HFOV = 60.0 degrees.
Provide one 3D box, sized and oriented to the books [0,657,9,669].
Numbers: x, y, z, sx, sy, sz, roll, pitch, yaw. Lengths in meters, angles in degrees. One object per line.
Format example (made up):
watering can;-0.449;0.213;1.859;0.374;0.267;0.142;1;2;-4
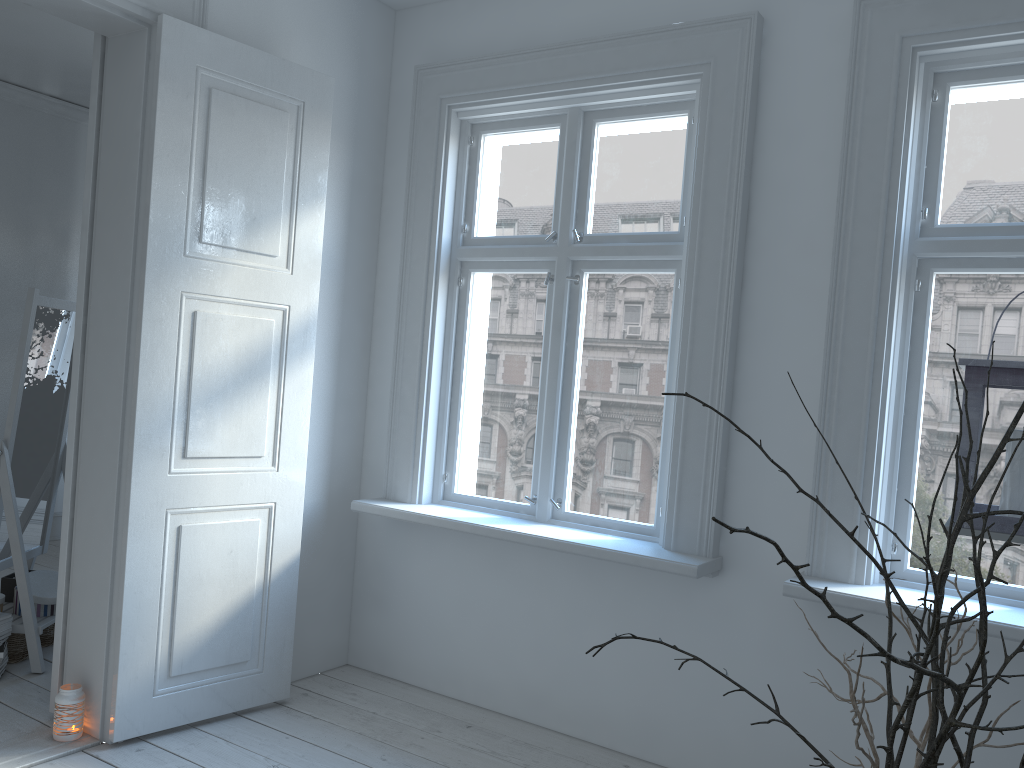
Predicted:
books;-2.036;1.067;3.375;0.181;0.016;0.128;4;0;-12

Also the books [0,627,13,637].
books;-2.026;0.942;3.372;0.180;0.016;0.128;4;0;4

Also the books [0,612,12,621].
books;-2.010;0.884;3.371;0.156;0.014;0.111;5;0;12

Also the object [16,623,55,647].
object;-2.070;1.040;3.810;0.295;0.140;0.185;5;1;4

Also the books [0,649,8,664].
books;-2.035;1.039;3.374;0.187;0.017;0.132;4;0;-20

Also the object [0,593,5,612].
object;-2.114;0.889;3.552;0.142;0.074;0.142;5;1;16

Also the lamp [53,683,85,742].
lamp;-1.440;1.067;2.883;0.089;0.166;0.089;5;1;32

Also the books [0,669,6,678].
books;-2.037;1.101;3.370;0.178;0.016;0.128;4;0;-19

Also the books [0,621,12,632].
books;-2.034;0.919;3.368;0.200;0.026;0.128;4;0;4

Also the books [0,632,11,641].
books;-2.025;0.958;3.371;0.177;0.016;0.128;4;0;-1

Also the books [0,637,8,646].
books;-2.027;0.975;3.367;0.178;0.016;0.128;4;0;-14

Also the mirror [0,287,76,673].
mirror;-1.986;0.362;3.687;0.417;1.489;0.610;4;1;-3

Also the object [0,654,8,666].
object;-2.021;1.053;3.375;0.156;0.014;0.111;4;0;-14

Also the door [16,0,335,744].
door;-1.682;-0.110;2.380;0.577;2.506;2.600;5;1;33

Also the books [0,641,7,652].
books;-2.036;0.995;3.371;0.193;0.022;0.128;4;0;-25

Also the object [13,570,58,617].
object;-1.930;0.862;3.657;0.240;0.159;0.207;5;1;40

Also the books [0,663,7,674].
books;-2.035;1.084;3.374;0.177;0.016;0.128;4;0;-16

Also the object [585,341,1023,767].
object;0.349;0.275;0.913;0.525;1.066;0.845;5;1;4

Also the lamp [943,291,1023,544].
lamp;1.006;-0.596;1.633;0.228;1.763;0.228;5;2;29

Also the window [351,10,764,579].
window;0.135;-0.334;3.290;1.455;1.846;0.375;5;1;33

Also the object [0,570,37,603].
object;-2.091;0.876;3.836;0.155;0.103;0.165;4;1;-3

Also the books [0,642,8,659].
books;-2.025;1.019;3.379;0.167;0.022;0.128;4;0;-23

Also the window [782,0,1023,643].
window;26.589;-0.028;2.595;51.247;15.026;27.767;5;1;33

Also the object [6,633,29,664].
object;-2.081;1.040;3.596;0.295;0.140;0.185;5;1;4

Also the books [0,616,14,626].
books;-2.026;0.899;3.371;0.187;0.017;0.132;5;0;6
